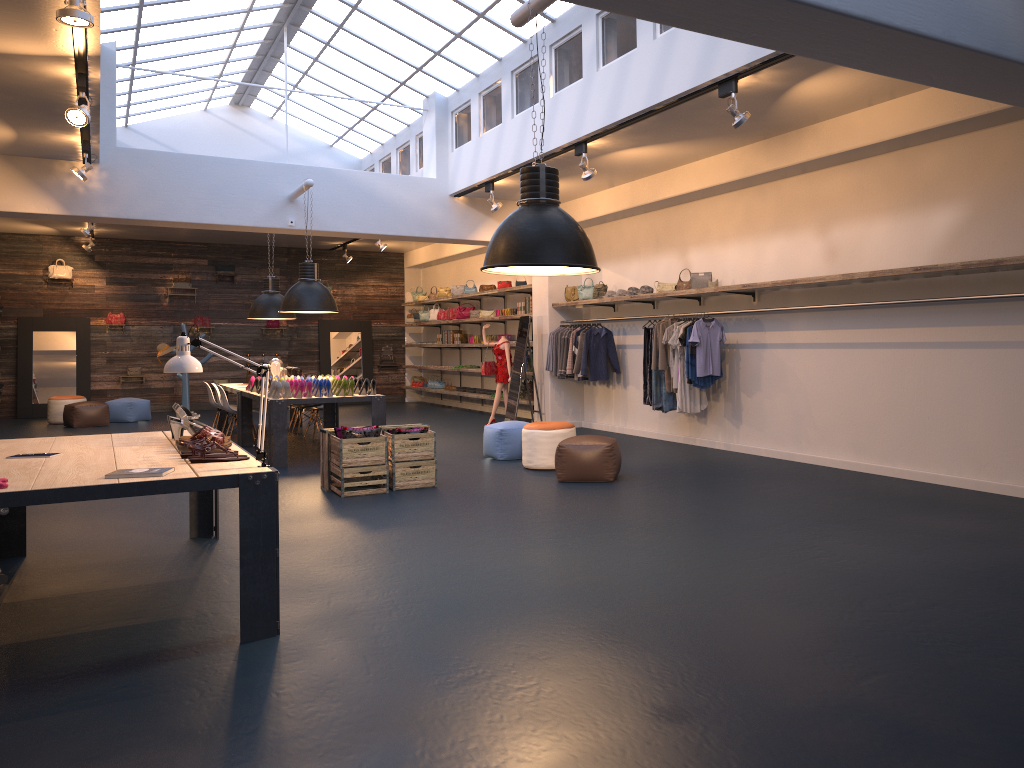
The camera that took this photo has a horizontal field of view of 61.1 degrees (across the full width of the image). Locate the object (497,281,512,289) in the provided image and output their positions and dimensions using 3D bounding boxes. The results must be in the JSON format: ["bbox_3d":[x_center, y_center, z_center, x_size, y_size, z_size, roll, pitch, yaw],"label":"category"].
[{"bbox_3d":[-0.132,-1.768,15.516,0.274,0.149,0.115,0,0,5],"label":"object"}]

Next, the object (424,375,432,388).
[{"bbox_3d":[-1.860,-0.061,19.439,0.206,0.280,0.057,0,-1,-9],"label":"object"}]

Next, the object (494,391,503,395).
[{"bbox_3d":[-0.250,0.168,16.069,0.187,0.088,0.065,0,0,-2],"label":"object"}]

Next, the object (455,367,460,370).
[{"bbox_3d":[-1.022,-0.317,17.227,0.253,0.058,0.077,-2,2,-34],"label":"object"}]

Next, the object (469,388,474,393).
[{"bbox_3d":[-0.745,0.127,17.106,0.200,0.088,0.061,-1,1,-29],"label":"object"}]

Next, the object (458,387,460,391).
[{"bbox_3d":[-0.996,0.106,17.635,0.200,0.088,0.061,-1,1,-29],"label":"object"}]

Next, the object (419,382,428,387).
[{"bbox_3d":[-2.017,0.005,19.738,0.217,0.118,0.091,0,0,5],"label":"object"}]

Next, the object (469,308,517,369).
[{"bbox_3d":[-0.355,-0.809,16.371,0.489,1.137,2.498,0,1,-25],"label":"object"}]

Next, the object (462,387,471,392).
[{"bbox_3d":[-0.913,0.113,17.460,0.200,0.088,0.061,-1,1,-29],"label":"object"}]

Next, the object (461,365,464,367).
[{"bbox_3d":[-0.944,-0.346,17.227,0.251,0.064,0.080,-1,1,-23],"label":"object"}]

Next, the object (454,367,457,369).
[{"bbox_3d":[-1.046,-0.320,17.311,0.253,0.058,0.077,-2,2,-34],"label":"object"}]

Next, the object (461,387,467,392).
[{"bbox_3d":[-0.942,0.111,17.519,0.200,0.088,0.061,-1,1,-29],"label":"object"}]

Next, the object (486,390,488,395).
[{"bbox_3d":[-0.388,0.157,16.358,0.194,0.088,0.063,-1,0,-14],"label":"object"}]

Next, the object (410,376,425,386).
[{"bbox_3d":[-2.199,-0.075,20.302,0.366,0.234,0.201,0,0,4],"label":"object"}]

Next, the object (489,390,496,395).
[{"bbox_3d":[-0.333,0.161,16.243,0.190,0.088,0.064,-1,0,-8],"label":"object"}]

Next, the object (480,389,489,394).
[{"bbox_3d":[-0.528,0.145,16.654,0.186,0.088,0.066,0,0,1],"label":"object"}]

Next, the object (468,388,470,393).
[{"bbox_3d":[-0.772,0.125,17.166,0.200,0.088,0.061,-1,1,-29],"label":"object"}]

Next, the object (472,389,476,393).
[{"bbox_3d":[-0.689,0.132,16.991,0.200,0.088,0.061,-1,1,-29],"label":"object"}]

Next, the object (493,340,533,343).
[{"bbox_3d":[0.128,-0.743,15.253,0.517,0.060,1.413,-2,3,-26],"label":"object"}]

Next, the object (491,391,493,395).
[{"bbox_3d":[-0.305,0.164,16.184,0.190,0.088,0.064,-1,0,-7],"label":"object"}]

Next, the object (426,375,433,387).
[{"bbox_3d":[-1.804,-0.056,19.315,0.200,0.280,0.059,0,-1,0],"label":"object"}]

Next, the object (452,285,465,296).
[{"bbox_3d":[-1.080,-1.888,17.537,0.266,0.230,0.081,0,-1,12],"label":"object"}]

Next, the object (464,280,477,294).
[{"bbox_3d":[-0.807,-1.894,16.981,0.272,0.283,0.097,0,-1,5],"label":"object"}]

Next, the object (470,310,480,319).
[{"bbox_3d":[-0.697,-1.349,16.803,0.253,0.176,0.110,0,0,23],"label":"object"}]

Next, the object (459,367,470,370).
[{"bbox_3d":[-0.950,-0.311,17.074,0.253,0.058,0.077,-2,2,-34],"label":"object"}]

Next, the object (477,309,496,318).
[{"bbox_3d":[-0.485,-1.330,16.350,0.352,0.175,0.238,0,1,13],"label":"object"}]

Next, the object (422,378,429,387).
[{"bbox_3d":[-1.915,-0.065,19.547,0.200,0.280,0.059,0,-1,0],"label":"object"}]

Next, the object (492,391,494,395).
[{"bbox_3d":[-0.277,0.166,16.127,0.190,0.088,0.064,-1,0,-6],"label":"object"}]

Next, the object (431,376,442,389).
[{"bbox_3d":[-1.636,-0.043,18.890,0.272,0.283,0.097,0,-1,5],"label":"object"}]

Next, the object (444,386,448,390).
[{"bbox_3d":[-1.329,0.074,18.432,0.222,0.083,0.224,-1,2,-16],"label":"object"}]

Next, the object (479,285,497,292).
[{"bbox_3d":[-0.427,-1.791,16.234,0.379,0.141,0.382,-1,2,-16],"label":"object"}]

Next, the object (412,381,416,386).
[{"bbox_3d":[-2.207,-0.009,20.084,0.217,0.118,0.091,0,0,4],"label":"object"}]

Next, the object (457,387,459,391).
[{"bbox_3d":[-1.024,0.104,17.694,0.200,0.088,0.061,-1,1,-29],"label":"object"}]

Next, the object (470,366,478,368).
[{"bbox_3d":[-0.792,-0.316,17.166,0.253,0.058,0.077,-2,2,-34],"label":"object"}]

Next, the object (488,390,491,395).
[{"bbox_3d":[-0.361,0.159,16.302,0.194,0.088,0.063,-1,0,-15],"label":"object"}]

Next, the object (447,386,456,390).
[{"bbox_3d":[-1.239,0.084,18.203,0.229,0.083,0.216,-2,3,-38],"label":"object"}]

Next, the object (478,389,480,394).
[{"bbox_3d":[-0.556,0.143,16.714,0.186,0.088,0.066,0,0,1],"label":"object"}]

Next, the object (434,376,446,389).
[{"bbox_3d":[-1.548,-0.036,18.722,0.272,0.283,0.097,0,-1,5],"label":"object"}]

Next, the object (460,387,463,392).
[{"bbox_3d":[-0.969,0.108,17.575,0.200,0.088,0.061,-1,1,-29],"label":"object"}]

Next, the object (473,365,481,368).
[{"bbox_3d":[-0.723,-0.348,17.252,0.078,0.067,0.256,0,2,41],"label":"object"}]

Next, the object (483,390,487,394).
[{"bbox_3d":[-0.474,0.150,16.540,0.181,0.088,0.068,0,0,10],"label":"object"}]

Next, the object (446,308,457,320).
[{"bbox_3d":[-1.213,-1.434,17.692,0.295,0.250,0.145,0,0,34],"label":"object"}]

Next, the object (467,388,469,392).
[{"bbox_3d":[-0.800,0.122,17.224,0.200,0.088,0.061,-1,1,-29],"label":"object"}]

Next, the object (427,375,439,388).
[{"bbox_3d":[-1.723,-0.050,19.059,0.277,0.283,0.095,0,-1,-1],"label":"object"}]

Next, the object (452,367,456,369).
[{"bbox_3d":[-1.091,-0.323,17.385,0.253,0.058,0.077,-2,2,-34],"label":"object"}]

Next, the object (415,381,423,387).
[{"bbox_3d":[-2.121,-0.002,19.904,0.217,0.118,0.091,0,0,4],"label":"object"}]

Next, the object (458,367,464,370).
[{"bbox_3d":[-0.974,-0.314,17.158,0.253,0.058,0.077,-2,2,-34],"label":"object"}]

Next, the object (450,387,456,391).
[{"bbox_3d":[-1.173,0.093,17.964,0.229,0.083,0.216,-2,3,-38],"label":"object"}]

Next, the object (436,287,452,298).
[{"bbox_3d":[-1.418,-1.915,18.155,0.350,0.234,0.210,0,1,20],"label":"object"}]

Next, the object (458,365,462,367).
[{"bbox_3d":[-1.017,-0.351,17.379,0.253,0.063,0.078,-2,1,-25],"label":"object"}]

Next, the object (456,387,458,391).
[{"bbox_3d":[-1.052,0.101,17.750,0.200,0.088,0.061,-1,1,-29],"label":"object"}]

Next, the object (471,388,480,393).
[{"bbox_3d":[-0.718,0.129,17.049,0.200,0.088,0.061,-1,1,-29],"label":"object"}]

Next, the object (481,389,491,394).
[{"bbox_3d":[-0.502,0.147,16.597,0.183,0.088,0.067,0,0,6],"label":"object"}]

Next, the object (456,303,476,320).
[{"bbox_3d":[-0.912,-1.447,17.265,0.371,0.338,0.278,-1,1,-39],"label":"object"}]

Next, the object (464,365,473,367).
[{"bbox_3d":[-0.881,-0.343,17.160,0.252,0.067,0.079,-1,1,-23],"label":"object"}]

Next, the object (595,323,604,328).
[{"bbox_3d":[1.264,-0.841,12.613,0.464,0.220,0.009,-1,0,-30],"label":"object"}]
